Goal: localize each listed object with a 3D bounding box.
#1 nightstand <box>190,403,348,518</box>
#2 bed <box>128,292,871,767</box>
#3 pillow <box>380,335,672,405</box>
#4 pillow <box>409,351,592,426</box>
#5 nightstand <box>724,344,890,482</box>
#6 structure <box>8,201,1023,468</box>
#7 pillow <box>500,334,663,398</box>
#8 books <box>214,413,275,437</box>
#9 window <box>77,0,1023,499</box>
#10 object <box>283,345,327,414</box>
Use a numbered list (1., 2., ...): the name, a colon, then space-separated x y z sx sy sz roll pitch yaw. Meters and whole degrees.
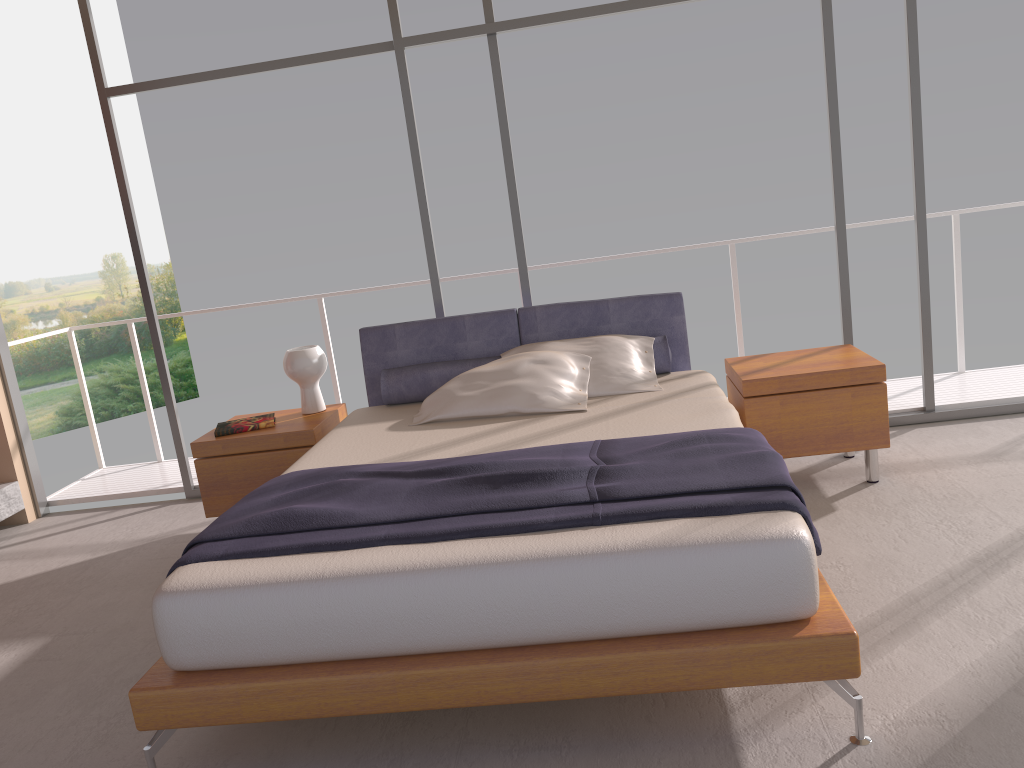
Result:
1. nightstand: -1.194 0.465 4.601 0.628 0.556 0.562 -7 11 7
2. bed: -0.021 0.321 3.494 2.017 0.959 2.462 -7 11 7
3. pillow: 0.062 -0.065 4.464 1.470 0.201 0.205 -7 11 7
4. pillow: -0.057 0.024 4.098 0.869 0.264 0.431 -5 11 14
5. nightstand: 1.411 0.161 4.293 0.628 0.556 0.562 -7 11 7
6. structure: 0.788 -0.267 5.363 7.689 1.005 0.728 -7 11 7
7. pillow: 0.312 -0.064 4.234 0.791 0.265 0.400 -6 11 9
8. books: -1.350 0.208 4.497 0.287 0.025 0.247 -10 11 -12
9. window: 0.809 -1.163 4.760 6.106 3.133 0.075 -7 11 7
10. object: -1.063 -0.022 4.628 0.224 0.338 0.224 -4 12 18
